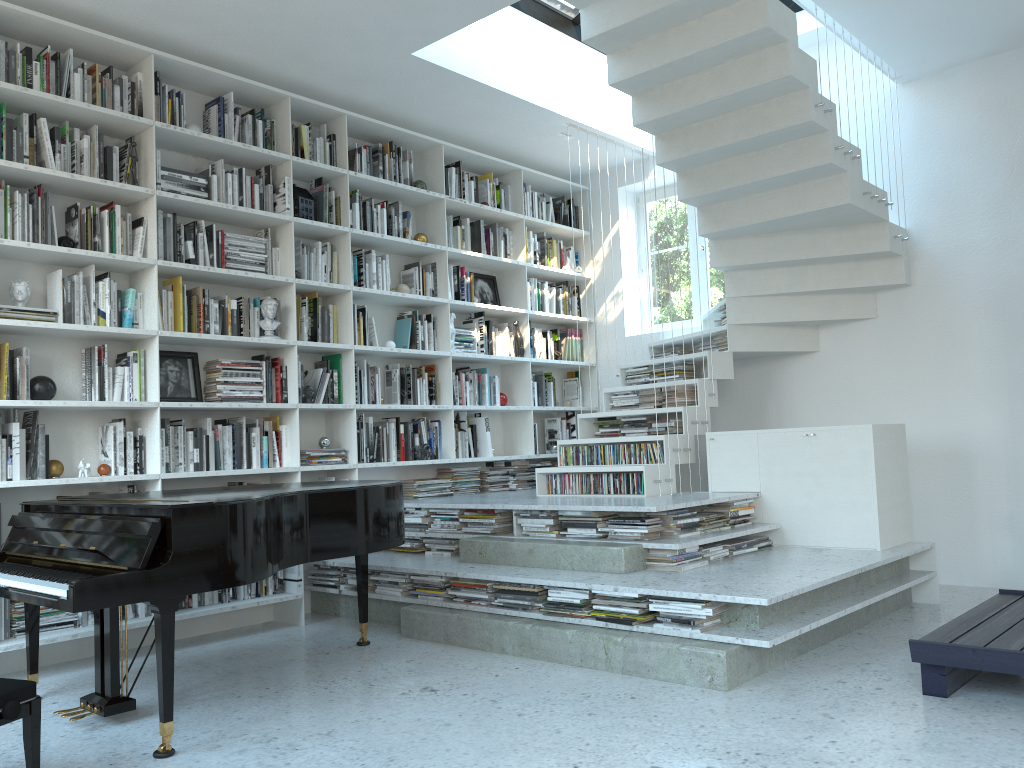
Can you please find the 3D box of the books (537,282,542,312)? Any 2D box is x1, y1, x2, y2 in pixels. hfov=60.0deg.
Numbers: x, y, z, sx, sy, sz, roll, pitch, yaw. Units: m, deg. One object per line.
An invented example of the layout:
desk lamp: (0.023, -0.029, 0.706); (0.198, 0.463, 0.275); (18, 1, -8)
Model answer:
books: (0.169, -0.673, 7.139); (0.152, 0.270, 0.025); (-6, -5, 42)

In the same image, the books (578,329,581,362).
books: (0.500, -0.307, 7.448); (0.169, 0.293, 0.018); (-6, -5, 42)

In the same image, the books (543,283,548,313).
books: (0.210, -0.669, 7.166); (0.172, 0.262, 0.022); (-6, -5, 42)

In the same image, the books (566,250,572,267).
books: (0.425, -1.000, 7.450); (0.181, 0.213, 0.023); (-6, -5, 42)

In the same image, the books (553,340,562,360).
books: (0.327, -0.259, 7.231); (0.191, 0.181, 0.024); (-6, -5, 42)

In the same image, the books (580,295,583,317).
books: (0.519, -0.634, 7.515); (0.184, 0.219, 0.021); (-6, -5, 42)

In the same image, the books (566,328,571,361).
books: (0.419, -0.309, 7.365); (0.169, 0.294, 0.033); (-6, -5, 42)

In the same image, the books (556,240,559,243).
books: (0.337, -1.042, 7.382); (0.151, 0.294, 0.011); (-6, -5, 42)

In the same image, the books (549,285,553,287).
books: (0.291, -0.668, 7.301); (0.130, 0.273, 0.010); (-6, -5, 42)

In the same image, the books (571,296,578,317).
books: (0.467, -0.625, 7.446); (0.192, 0.195, 0.029); (-6, -5, 42)

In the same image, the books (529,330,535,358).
books: (0.105, -0.297, 7.005); (0.171, 0.243, 0.022); (-6, -5, 42)

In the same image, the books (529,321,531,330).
books: (0.101, -0.335, 7.032); (0.141, 0.321, 0.012); (-6, -5, 42)

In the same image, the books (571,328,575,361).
books: (0.446, -0.310, 7.374); (0.169, 0.293, 0.018); (-6, -5, 42)

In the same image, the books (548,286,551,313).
books: (0.246, -0.661, 7.235); (0.161, 0.254, 0.012); (-6, -5, 42)

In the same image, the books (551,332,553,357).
books: (0.272, -0.291, 7.229); (0.134, 0.248, 0.025); (-6, -5, 42)

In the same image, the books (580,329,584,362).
books: (0.528, -0.306, 7.471); (0.169, 0.293, 0.018); (-6, -5, 42)

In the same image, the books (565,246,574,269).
books: (0.449, -1.020, 7.494); (0.163, 0.258, 0.029); (-6, -5, 42)

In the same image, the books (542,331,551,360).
books: (0.229, -0.294, 7.149); (0.181, 0.247, 0.022); (-6, -5, 42)

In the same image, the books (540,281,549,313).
books: (0.223, -0.678, 7.190); (0.166, 0.283, 0.030); (-6, -5, 42)

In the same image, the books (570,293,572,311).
books: (0.424, -0.638, 7.414); (0.177, 0.220, 0.025); (-6, -5, 42)

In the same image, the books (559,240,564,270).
books: (0.357, -1.039, 7.387); (0.163, 0.287, 0.023); (-6, -5, 42)

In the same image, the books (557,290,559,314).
books: (0.323, -0.649, 7.329); (0.146, 0.237, 0.028); (-6, -5, 42)

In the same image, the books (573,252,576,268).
books: (0.473, -1.014, 7.519); (0.160, 0.246, 0.040); (-6, -5, 42)

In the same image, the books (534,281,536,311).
books: (0.117, -0.688, 7.086); (0.162, 0.297, 0.022); (-6, -5, 42)

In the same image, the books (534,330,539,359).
books: (0.130, -0.298, 7.031); (0.181, 0.245, 0.026); (-6, -5, 42)

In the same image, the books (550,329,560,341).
books: (0.321, -0.304, 7.270); (0.170, 0.277, 0.026); (-6, -5, 42)

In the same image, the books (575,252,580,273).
books: (0.504, -1.000, 7.525); (0.170, 0.216, 0.011); (-6, -5, 42)

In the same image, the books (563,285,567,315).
books: (0.378, -0.669, 7.358); (0.188, 0.277, 0.013); (-6, -5, 42)

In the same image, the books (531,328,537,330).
books: (0.137, -0.306, 7.058); (0.157, 0.265, 0.022); (-6, -5, 42)

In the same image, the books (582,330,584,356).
books: (0.532, -0.305, 7.492); (0.169, 0.293, 0.018); (-6, -5, 42)

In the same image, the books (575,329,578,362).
books: (0.475, -0.308, 7.421); (0.169, 0.293, 0.018); (-6, -5, 42)

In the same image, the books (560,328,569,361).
books: (0.394, -0.308, 7.337); (0.169, 0.291, 0.072); (-6, -5, 42)

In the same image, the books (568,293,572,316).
books: (0.415, -0.636, 7.389); (0.188, 0.211, 0.025); (-6, -5, 42)

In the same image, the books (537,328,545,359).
books: (0.172, -0.304, 7.078); (0.176, 0.261, 0.056); (-6, -5, 42)

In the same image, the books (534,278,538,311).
books: (0.137, -0.687, 7.090); (0.165, 0.292, 0.012); (-6, -5, 42)

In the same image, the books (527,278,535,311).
books: (0.106, -0.686, 7.034); (0.185, 0.285, 0.014); (-6, -5, 42)

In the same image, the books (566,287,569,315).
books: (0.394, -0.664, 7.371); (0.173, 0.268, 0.028); (-6, -5, 42)

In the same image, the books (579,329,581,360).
books: (0.508, -0.306, 7.465); (0.169, 0.293, 0.018); (-6, -5, 42)

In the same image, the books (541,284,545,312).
books: (0.193, -0.668, 7.151); (0.156, 0.259, 0.024); (-6, -5, 42)

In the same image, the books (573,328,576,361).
books: (0.460, -0.308, 7.411); (0.169, 0.293, 0.018); (-6, -5, 42)

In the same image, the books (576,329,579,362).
books: (0.484, -0.307, 7.438); (0.169, 0.293, 0.018); (-6, -5, 42)

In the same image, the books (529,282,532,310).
books: (0.083, -0.671, 7.027); (0.173, 0.256, 0.026); (-6, -5, 42)

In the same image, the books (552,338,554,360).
books: (0.284, -0.269, 7.244); (0.138, 0.207, 0.014); (-6, -5, 42)

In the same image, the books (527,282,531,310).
books: (0.067, -0.668, 6.993); (0.182, 0.247, 0.023); (-6, -5, 42)

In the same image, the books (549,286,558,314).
books: (0.298, -0.663, 7.272); (0.184, 0.258, 0.023); (-6, -5, 42)

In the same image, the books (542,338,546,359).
books: (0.200, -0.267, 7.105); (0.169, 0.189, 0.023); (-6, -5, 42)

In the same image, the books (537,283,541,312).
books: (0.163, -0.669, 7.119); (0.158, 0.260, 0.013); (-6, -5, 42)

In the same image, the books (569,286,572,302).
books: (0.439, -0.668, 7.444); (0.149, 0.283, 0.013); (-6, -5, 42)

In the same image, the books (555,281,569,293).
books: (0.423, -0.692, 7.441); (0.140, 0.330, 0.013); (-6, -5, 42)

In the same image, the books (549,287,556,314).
books: (0.281, -0.658, 7.242); (0.177, 0.245, 0.045); (-6, -5, 42)

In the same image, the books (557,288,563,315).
books: (0.349, -0.657, 7.342); (0.160, 0.252, 0.025); (-6, -5, 42)

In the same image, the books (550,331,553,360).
books: (0.262, -0.294, 7.213); (0.161, 0.254, 0.012); (-6, -5, 42)

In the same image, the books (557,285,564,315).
books: (0.367, -0.672, 7.351); (0.151, 0.283, 0.012); (-6, -5, 42)

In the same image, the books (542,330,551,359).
books: (0.238, -0.298, 7.175); (0.171, 0.259, 0.029); (-6, -5, 42)

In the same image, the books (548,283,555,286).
books: (0.305, -0.677, 7.311); (0.132, 0.291, 0.024); (-6, -5, 42)

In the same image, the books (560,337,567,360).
books: (0.370, -0.270, 7.304); (0.167, 0.217, 0.088); (-6, -5, 42)

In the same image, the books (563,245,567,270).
books: (0.392, -1.022, 7.418); (0.154, 0.254, 0.070); (-6, -5, 42)

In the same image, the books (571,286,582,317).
books: (0.498, -0.672, 7.493); (0.186, 0.292, 0.042); (-6, -5, 42)
